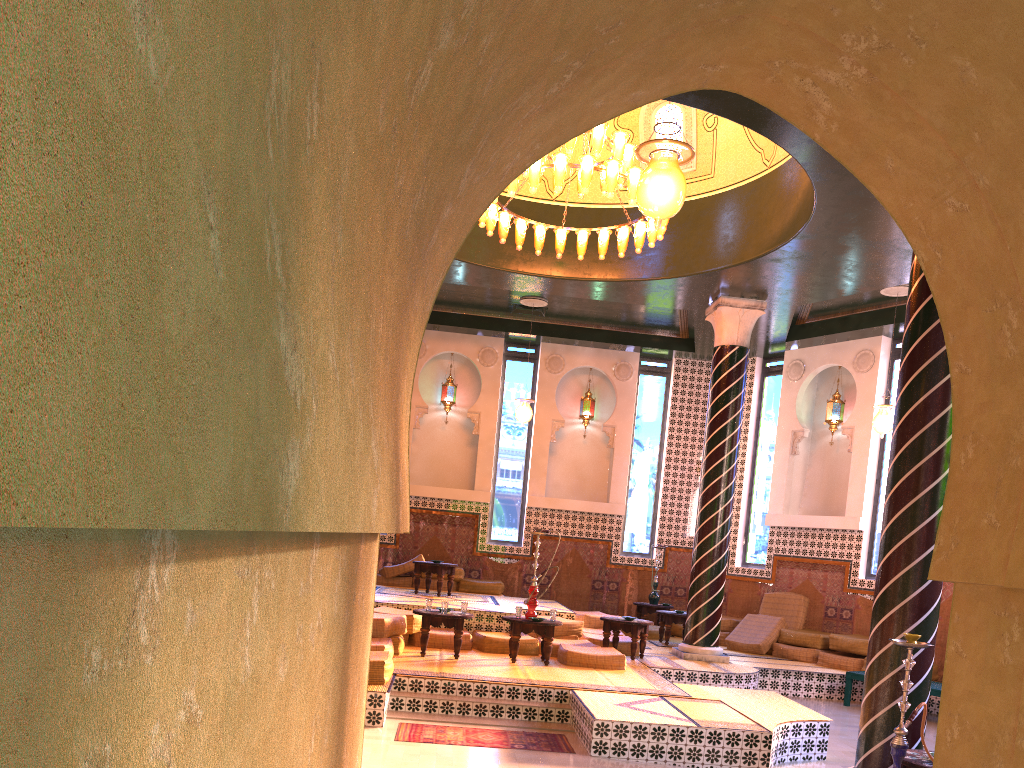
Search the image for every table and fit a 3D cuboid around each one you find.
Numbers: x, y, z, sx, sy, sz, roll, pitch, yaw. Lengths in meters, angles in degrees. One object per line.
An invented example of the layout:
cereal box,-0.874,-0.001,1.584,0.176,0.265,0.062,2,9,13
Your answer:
table,-1.427,3.573,15.812,0.836,0.592,0.850,4,-6,8
table,-0.956,3.402,11.746,0.842,0.592,0.843,7,-6,-13
table,3.594,3.442,7.201,0.850,0.592,0.835,10,-7,-39
table,0.256,3.538,11.896,0.850,0.592,0.835,10,-7,-39
table,6.088,4.767,12.889,0.864,0.617,1.996,9,-10,-33
table,3.053,4.535,15.974,0.850,0.592,0.835,10,-7,-39
table,2.905,4.866,17.906,0.836,0.592,0.849,5,-6,6
table,1.758,3.959,13.430,0.833,0.592,0.853,2,-7,32

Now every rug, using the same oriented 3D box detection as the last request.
rug,-0.280,3.613,8.835,1.780,0.009,0.818,6,-10,-4

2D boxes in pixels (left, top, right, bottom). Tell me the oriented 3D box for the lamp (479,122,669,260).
lamp,0.934,-4.240,10.616,2.467,4.653,2.469,5,0,4

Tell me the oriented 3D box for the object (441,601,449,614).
object,-0.900,2.991,11.536,0.092,0.164,0.091,5,0,-26

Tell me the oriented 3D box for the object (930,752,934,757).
object,3.601,3.115,7.181,0.249,0.045,0.255,3,-10,11

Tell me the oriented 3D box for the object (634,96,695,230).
object,1.050,-2.169,5.579,0.522,2.343,0.512,4,2,-15

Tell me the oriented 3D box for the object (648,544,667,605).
object,2.953,3.929,17.824,0.297,1.267,0.465,7,2,33

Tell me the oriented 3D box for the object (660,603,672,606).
object,3.169,4.540,17.745,0.249,0.045,0.255,3,-10,11

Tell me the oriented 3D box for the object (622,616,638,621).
object,1.813,3.623,13.324,0.252,0.045,0.252,8,-10,-19

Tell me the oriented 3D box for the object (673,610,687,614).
object,3.091,4.200,15.899,0.249,0.045,0.255,3,-10,11

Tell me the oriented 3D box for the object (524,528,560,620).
object,0.393,2.614,11.841,0.461,1.266,0.299,5,2,12

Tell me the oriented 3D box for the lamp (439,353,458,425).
lamp,-1.320,0.077,18.197,0.321,1.581,0.361,7,3,30

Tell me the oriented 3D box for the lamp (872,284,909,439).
lamp,5.893,-0.309,13.462,0.522,2.343,0.512,4,2,-15

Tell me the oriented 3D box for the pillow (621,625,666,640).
pillow,2.491,4.881,17.053,0.987,0.279,0.947,11,-11,-33

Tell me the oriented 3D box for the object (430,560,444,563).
object,-1.373,3.253,15.793,0.249,0.045,0.255,3,-10,11

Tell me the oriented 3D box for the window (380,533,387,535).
window,-2.838,1.139,18.117,0.775,4.042,0.090,5,3,-4

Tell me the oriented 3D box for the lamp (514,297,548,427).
lamp,0.298,-0.365,15.945,0.522,2.343,0.512,4,2,-15

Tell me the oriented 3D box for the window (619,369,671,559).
window,2.841,1.730,18.558,0.775,4.042,0.090,5,3,-4

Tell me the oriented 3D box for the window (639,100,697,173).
window,1.023,-4.266,10.749,5.710,1.168,5.603,-1,-11,32

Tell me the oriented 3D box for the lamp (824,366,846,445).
lamp,6.089,0.391,16.238,0.363,1.581,0.319,4,3,-30

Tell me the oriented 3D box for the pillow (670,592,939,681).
pillow,4.964,4.449,15.949,1.422,1.199,5.744,8,-10,-34

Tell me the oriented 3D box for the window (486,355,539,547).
window,0.001,1.435,18.338,0.775,4.042,0.090,5,3,-4

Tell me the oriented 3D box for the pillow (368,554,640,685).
pillow,-2.785,3.226,13.205,10.044,1.272,10.042,6,-10,-3

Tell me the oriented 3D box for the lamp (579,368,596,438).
lamp,1.622,0.387,18.447,0.356,1.581,0.325,6,3,30

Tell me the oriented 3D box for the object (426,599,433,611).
object,-1.129,3.003,11.717,0.091,0.164,0.093,5,0,44

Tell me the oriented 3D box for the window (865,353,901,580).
window,6.753,1.457,15.092,0.091,4.042,0.761,3,3,-34

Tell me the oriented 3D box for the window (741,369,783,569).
window,5.154,1.738,17.446,0.091,4.042,0.761,3,3,-34

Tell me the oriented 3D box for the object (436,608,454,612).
object,-0.919,3.099,11.815,0.249,0.045,0.255,-3,-13,40

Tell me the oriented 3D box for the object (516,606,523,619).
object,0.092,3.136,11.842,0.092,0.164,0.092,5,0,-1

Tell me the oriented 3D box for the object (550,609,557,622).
object,0.568,3.185,11.879,0.092,0.164,0.091,5,0,-26

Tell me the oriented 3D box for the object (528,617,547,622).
object,0.344,3.184,11.657,0.249,0.045,0.255,-3,-13,40

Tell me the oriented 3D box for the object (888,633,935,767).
object,3.028,2.463,6.307,0.843,1.276,0.349,6,1,-33

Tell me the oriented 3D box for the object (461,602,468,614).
object,-0.652,3.053,11.754,0.092,0.164,0.091,5,0,-26
